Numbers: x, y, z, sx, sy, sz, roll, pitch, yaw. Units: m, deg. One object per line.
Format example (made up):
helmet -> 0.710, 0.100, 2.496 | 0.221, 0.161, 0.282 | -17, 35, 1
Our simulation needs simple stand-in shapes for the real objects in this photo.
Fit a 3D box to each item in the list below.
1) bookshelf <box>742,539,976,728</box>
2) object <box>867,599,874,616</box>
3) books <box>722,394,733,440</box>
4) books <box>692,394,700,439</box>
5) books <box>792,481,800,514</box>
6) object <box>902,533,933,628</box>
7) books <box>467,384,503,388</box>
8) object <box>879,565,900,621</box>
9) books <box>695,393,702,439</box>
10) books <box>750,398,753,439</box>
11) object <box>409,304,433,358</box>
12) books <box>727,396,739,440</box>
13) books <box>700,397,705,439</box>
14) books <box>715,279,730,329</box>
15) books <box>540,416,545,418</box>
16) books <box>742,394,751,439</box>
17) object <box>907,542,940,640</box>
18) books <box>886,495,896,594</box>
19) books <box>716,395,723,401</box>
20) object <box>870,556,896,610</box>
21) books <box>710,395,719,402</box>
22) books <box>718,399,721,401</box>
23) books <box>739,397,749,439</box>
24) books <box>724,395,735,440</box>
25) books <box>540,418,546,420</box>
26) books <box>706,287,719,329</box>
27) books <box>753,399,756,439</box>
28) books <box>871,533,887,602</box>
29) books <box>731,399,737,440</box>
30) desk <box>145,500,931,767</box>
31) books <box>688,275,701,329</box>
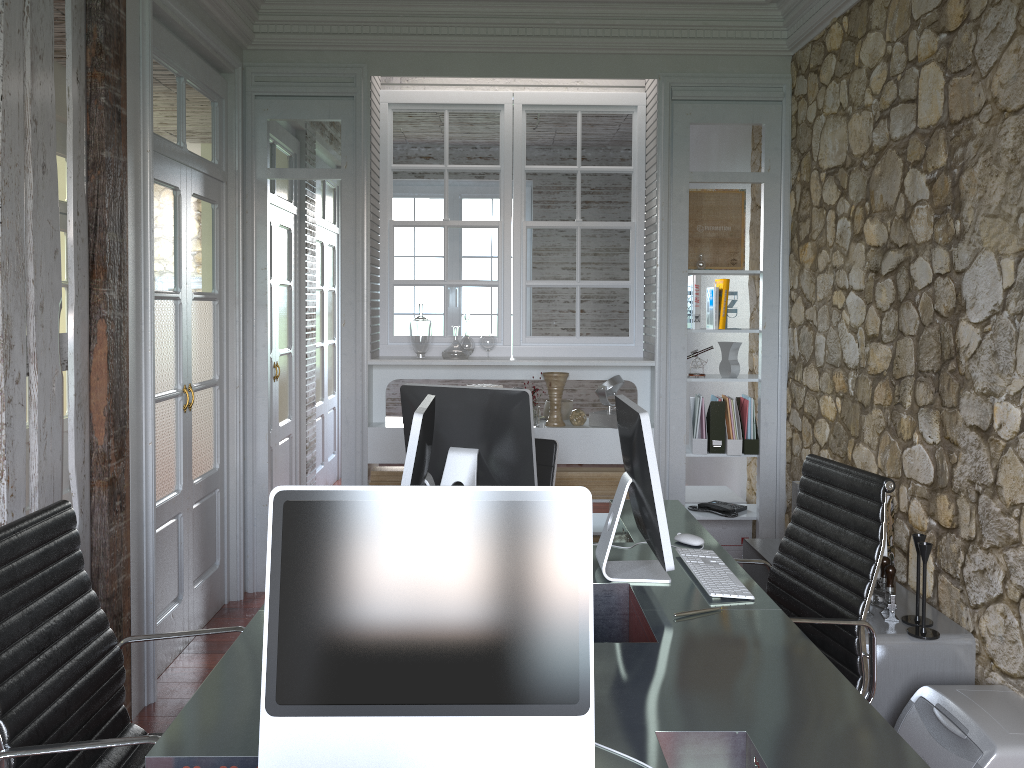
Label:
bookshelf -> 1.226, 0.969, 3.379 | 0.436, 0.459, 1.198 | 0, 5, -1
object -> 1.184, 0.696, 2.990 | 0.048, 0.152, 0.088 | 0, 3, -6
books -> 1.159, 0.206, 4.759 | 0.045, 0.281, 0.180 | 1, 3, 5
books -> 0.983, 0.206, 4.774 | 0.037, 0.287, 0.194 | 1, 3, 7
books -> 1.224, 0.557, 3.438 | 0.259, 0.350, 0.065 | 0, 2, -1
object -> 1.329, 0.637, 2.895 | 0.095, 0.288, 0.095 | -2, 3, -42
books -> -0.150, 0.103, 4.893 | 0.150, 0.193, 0.143 | -2, 4, -36
object -> 1.257, 0.689, 2.945 | 0.048, 0.175, 0.088 | 1, 3, 10
books -> 0.999, 0.203, 4.780 | 0.038, 0.295, 0.180 | 1, 3, 7
books -> 1.273, 0.210, 4.768 | 0.013, 0.288, 0.194 | 0, 3, 3
object -> -0.488, -0.272, 4.742 | 0.129, 0.315, 0.129 | 1, 3, 24
books -> 1.189, 0.218, 4.749 | 0.045, 0.286, 0.194 | 1, 3, 5
books -> 1.025, 0.210, 4.769 | 0.022, 0.288, 0.194 | 1, 3, 7
books -> 1.119, -0.430, 4.764 | 0.055, 0.267, 0.193 | 0, 3, -1
books -> 0.044, 0.179, 4.975 | 0.181, 0.007, 0.246 | -3, 6, -36
books -> 1.260, 0.208, 4.776 | 0.030, 0.290, 0.180 | 0, 3, 3
object -> 1.299, 0.646, 2.790 | 0.095, 0.288, 0.095 | 0, 2, -6
books -> 1.236, 0.579, 3.183 | 0.271, 0.354, 0.063 | 0, 2, -1
books -> 1.111, 0.211, 4.751 | 0.009, 0.288, 0.194 | 0, 3, 4
object -> 1.281, 0.680, 3.047 | 0.048, 0.175, 0.088 | -1, 3, -27
books -> 1.074, 0.210, 4.754 | 0.039, 0.287, 0.194 | 0, 3, 4
books -> 1.097, 0.213, 4.749 | 0.030, 0.282, 0.180 | 0, 3, 4
books -> 1.241, 0.217, 4.768 | 0.024, 0.277, 0.194 | 0, 3, 3
books -> 1.170, 0.211, 4.752 | 0.045, 0.286, 0.194 | 1, 3, 5
books -> 0.044, 0.188, 4.976 | 0.181, 0.011, 0.246 | -3, 6, -36
books -> 1.079, -0.408, 4.765 | 0.026, 0.223, 0.161 | 0, 3, -1
books -> 1.287, 0.215, 4.767 | 0.023, 0.282, 0.194 | 0, 3, 3
books -> 1.219, 0.642, 3.116 | 0.197, 0.239, 0.058 | 0, 2, -1
books -> 1.180, 0.215, 4.749 | 0.043, 0.280, 0.194 | 1, 3, 5
desk -> 0.022, 0.924, 2.211 | 1.300, 0.726, 2.515 | 0, 5, -1
books -> 0.976, -0.441, 4.787 | 0.042, 0.286, 0.216 | 0, 3, -1
